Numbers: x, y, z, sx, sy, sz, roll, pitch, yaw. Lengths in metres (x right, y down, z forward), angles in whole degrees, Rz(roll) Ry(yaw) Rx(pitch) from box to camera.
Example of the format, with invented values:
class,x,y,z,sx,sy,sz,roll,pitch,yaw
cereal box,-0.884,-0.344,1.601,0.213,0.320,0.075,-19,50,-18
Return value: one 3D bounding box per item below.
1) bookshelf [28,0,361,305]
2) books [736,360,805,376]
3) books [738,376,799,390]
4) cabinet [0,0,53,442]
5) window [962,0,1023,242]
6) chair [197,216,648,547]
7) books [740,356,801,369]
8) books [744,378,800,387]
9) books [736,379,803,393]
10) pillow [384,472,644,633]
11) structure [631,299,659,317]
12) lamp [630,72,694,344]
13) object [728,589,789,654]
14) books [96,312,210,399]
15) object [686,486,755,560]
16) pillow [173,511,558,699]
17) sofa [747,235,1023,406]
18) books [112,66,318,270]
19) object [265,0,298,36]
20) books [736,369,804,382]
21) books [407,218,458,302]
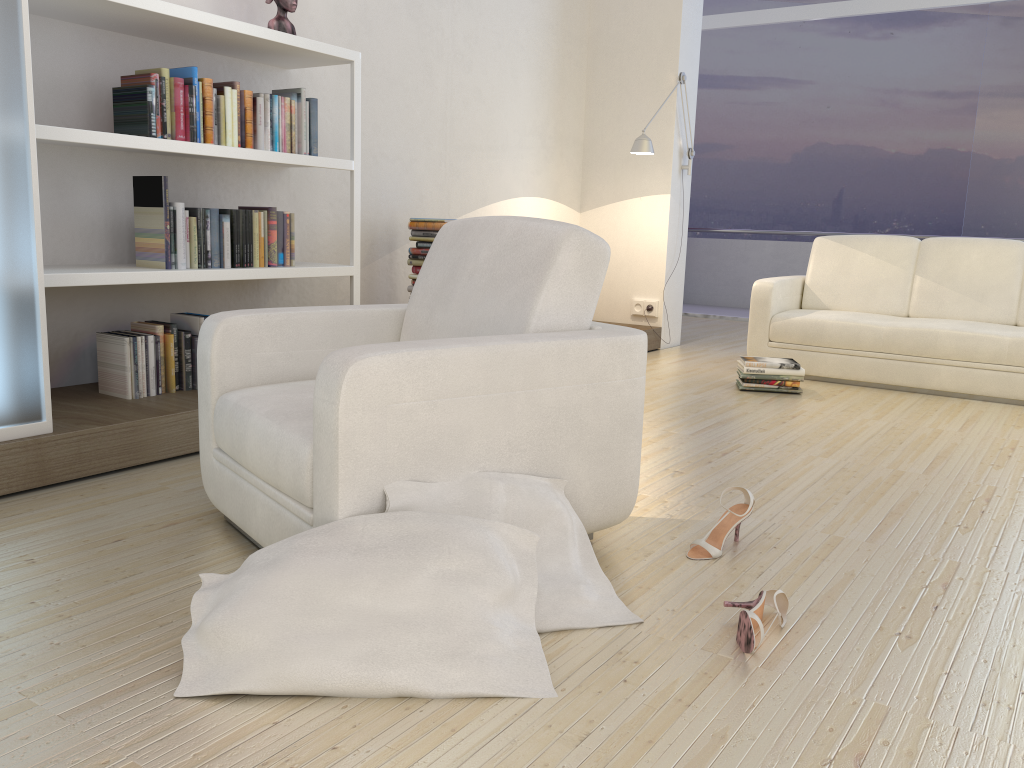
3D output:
class,x,y,z,sx,sy,sz,roll,pitch,yaw
bookshelf,-1.320,-0.693,3.474,0.465,1.396,1.599,9,12,33
books,1.410,-0.086,4.851,0.319,0.038,0.247,3,10,4
books,1.401,-0.006,4.866,0.287,0.018,0.247,3,10,7
cabinet,-2.127,-0.475,2.086,0.689,1.396,1.670,9,12,33
window,5.057,-1.563,6.591,2.988,2.706,0.012,9,12,33
chair,-0.248,-0.041,2.383,0.941,0.828,0.919,-5,12,-36
books,1.405,-0.117,4.846,0.287,0.025,0.247,3,10,7
books,1.426,-0.025,4.856,0.287,0.025,0.247,5,11,18
books,1.407,0.012,4.868,0.328,0.018,0.247,4,10,9
pillow,-0.052,0.361,1.874,0.615,0.315,0.312,-4,12,-29
structure,0.948,-0.543,6.337,0.206,0.114,0.028,9,12,33
lamp,0.966,-1.160,5.960,0.204,1.841,0.891,8,12,29
object,0.500,0.490,1.882,0.121,0.091,0.287,8,12,32
books,-1.134,-0.157,3.688,0.274,0.281,1.125,10,13,40
object,0.559,0.367,2.374,0.265,0.149,0.089,-7,14,-43
pillow,-0.275,0.420,1.693,0.712,0.287,0.299,1,10,-4
sofa,2.583,-0.413,5.130,2.166,0.862,0.941,9,12,33
books,-1.141,-0.844,3.552,0.215,0.743,0.831,9,12,33
object,-0.974,-1.649,3.755,0.133,0.409,0.138,0,10,-10
books,1.409,-0.054,4.857,0.328,0.027,0.247,4,10,9
books,-0.384,-0.530,4.740,0.329,0.694,0.270,9,12,33
